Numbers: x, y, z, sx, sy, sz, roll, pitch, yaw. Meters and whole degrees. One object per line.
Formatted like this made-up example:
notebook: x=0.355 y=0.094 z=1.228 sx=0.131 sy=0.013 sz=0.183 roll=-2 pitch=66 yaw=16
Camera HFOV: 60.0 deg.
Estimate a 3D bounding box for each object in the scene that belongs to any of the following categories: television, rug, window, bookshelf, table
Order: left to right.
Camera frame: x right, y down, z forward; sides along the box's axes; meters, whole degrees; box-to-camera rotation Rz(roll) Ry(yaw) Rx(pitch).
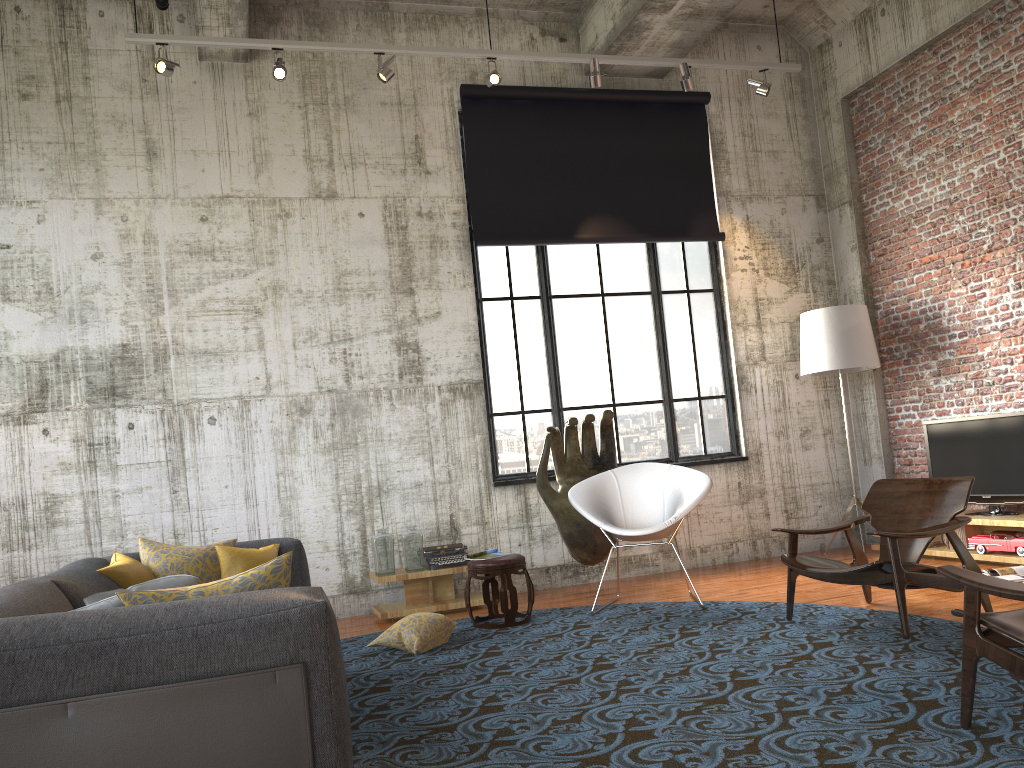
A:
table: x=-0.662 y=1.655 z=7.102 sx=0.874 sy=0.358 sz=0.476 roll=-4 pitch=-5 yaw=-17
rug: x=0.175 y=1.500 z=4.299 sx=4.855 sy=0.009 sz=4.848 roll=-8 pitch=-6 yaw=29
window: x=0.843 y=-0.871 z=8.267 sx=2.577 sy=3.429 sz=0.051 roll=-4 pitch=-3 yaw=-17
television: x=3.777 y=0.644 z=7.058 sx=0.285 sy=0.791 sz=1.093 roll=-4 pitch=-5 yaw=-30
bookshelf: x=4.039 y=1.124 z=6.244 sx=0.548 sy=0.358 sz=3.856 roll=-4 pitch=-5 yaw=-17

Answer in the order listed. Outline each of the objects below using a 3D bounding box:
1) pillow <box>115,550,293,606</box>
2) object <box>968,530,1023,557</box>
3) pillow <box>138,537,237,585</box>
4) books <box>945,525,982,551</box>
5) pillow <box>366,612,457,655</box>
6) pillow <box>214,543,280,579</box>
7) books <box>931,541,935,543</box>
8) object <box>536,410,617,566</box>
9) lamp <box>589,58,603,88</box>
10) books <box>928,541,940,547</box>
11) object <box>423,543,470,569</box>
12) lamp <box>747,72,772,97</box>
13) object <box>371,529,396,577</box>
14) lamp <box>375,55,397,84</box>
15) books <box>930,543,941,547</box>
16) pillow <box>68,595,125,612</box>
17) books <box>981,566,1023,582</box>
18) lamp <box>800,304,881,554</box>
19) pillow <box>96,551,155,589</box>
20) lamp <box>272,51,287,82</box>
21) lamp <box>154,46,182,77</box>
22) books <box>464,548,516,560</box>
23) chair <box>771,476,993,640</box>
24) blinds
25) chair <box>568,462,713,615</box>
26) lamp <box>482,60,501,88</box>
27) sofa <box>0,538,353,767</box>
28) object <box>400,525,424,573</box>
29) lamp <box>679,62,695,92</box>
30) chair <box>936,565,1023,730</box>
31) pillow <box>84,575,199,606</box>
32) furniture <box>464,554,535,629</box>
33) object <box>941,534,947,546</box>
pillow: x=-0.877 y=0.745 z=2.694 sx=0.536 sy=0.445 sz=0.261 roll=-5 pitch=-4 yaw=-10
object: x=3.778 y=1.197 z=6.691 sx=0.243 sy=0.173 sz=0.602 roll=-3 pitch=-5 yaw=-25
pillow: x=-1.693 y=0.990 z=4.553 sx=0.536 sy=0.445 sz=0.261 roll=-5 pitch=-4 yaw=-10
books: x=3.664 y=1.236 z=7.198 sx=0.173 sy=0.218 sz=0.233 roll=-4 pitch=-4 yaw=-17
pillow: x=-0.609 y=1.612 z=5.753 sx=0.482 sy=0.247 sz=0.503 roll=-9 pitch=-6 yaw=39
pillow: x=-1.369 y=0.984 z=4.619 sx=0.434 sy=0.318 sz=0.169 roll=-1 pitch=-5 yaw=-42
books: x=3.522 y=1.342 z=7.543 sx=0.113 sy=0.016 sz=0.115 roll=-6 pitch=-5 yaw=7
object: x=0.563 y=0.895 z=7.438 sx=0.727 sy=1.294 sz=0.457 roll=-5 pitch=-3 yaw=-5
lamp: x=0.672 y=-2.487 z=7.147 sx=0.102 sy=0.251 sz=0.165 roll=-6 pitch=-4 yaw=8
books: x=3.523 y=1.361 z=7.553 sx=0.210 sy=0.021 sz=0.167 roll=-1 pitch=-7 yaw=-42
object: x=-0.527 y=1.388 z=7.141 sx=0.423 sy=0.152 sz=0.383 roll=-4 pitch=-5 yaw=-17
lamp: x=2.157 y=-2.579 z=7.659 sx=0.226 sy=0.215 sz=0.102 roll=-7 pitch=-4 yaw=24
object: x=-1.003 y=1.313 z=6.917 sx=0.163 sy=0.360 sz=0.163 roll=-4 pitch=-4 yaw=-19
lamp: x=-0.955 y=-2.369 z=6.681 sx=0.182 sy=0.240 sz=0.102 roll=-4 pitch=-4 yaw=-22
books: x=3.528 y=1.380 z=7.560 sx=0.211 sy=0.020 sz=0.162 roll=-10 pitch=-7 yaw=40
pillow: x=-1.242 y=0.776 z=2.590 sx=0.434 sy=0.318 sz=0.169 roll=-4 pitch=-4 yaw=-18
books: x=3.455 y=1.308 z=6.134 sx=0.300 sy=0.049 sz=0.423 roll=-5 pitch=-5 yaw=-2
lamp: x=3.068 y=0.435 z=8.105 sx=0.694 sy=2.239 sz=0.708 roll=-6 pitch=-3 yaw=5
pillow: x=-1.877 y=1.011 z=4.372 sx=0.228 sy=0.370 sz=0.406 roll=-5 pitch=-4 yaw=-8
lamp: x=-1.701 y=-2.311 z=6.485 sx=0.102 sy=0.228 sz=0.199 roll=-5 pitch=-4 yaw=-7
lamp: x=-2.440 y=-2.263 z=6.243 sx=0.102 sy=0.211 sz=0.261 roll=-7 pitch=-5 yaw=18
books: x=-0.157 y=1.222 z=6.357 sx=0.300 sy=0.043 sz=0.229 roll=-1 pitch=-7 yaw=-43
chair: x=2.175 y=0.992 z=5.239 sx=1.042 sy=0.792 sz=0.877 roll=-3 pitch=-5 yaw=-27
blinds: x=0.781 y=-2.005 z=8.162 sx=2.441 sy=1.461 sz=0.151 roll=-4 pitch=-4 yaw=-17
chair: x=0.963 y=1.102 z=6.521 sx=1.059 sy=1.028 sz=0.807 roll=-7 pitch=-4 yaw=22
lamp: x=-0.158 y=-2.421 z=6.948 sx=0.102 sy=0.211 sz=0.261 roll=-4 pitch=-5 yaw=-22
sofa: x=-1.439 y=1.166 z=3.556 sx=1.361 sy=0.859 sz=3.012 roll=-4 pitch=-5 yaw=-15
object: x=-0.782 y=1.297 z=6.985 sx=0.163 sy=0.360 sz=0.163 roll=-5 pitch=-4 yaw=-14
lamp: x=1.458 y=-2.541 z=7.392 sx=0.102 sy=0.251 sz=0.165 roll=-7 pitch=-4 yaw=28
chair: x=2.123 y=0.799 z=3.024 sx=0.874 sy=0.792 sz=1.046 roll=-4 pitch=-5 yaw=-16
pillow: x=-1.121 y=0.758 z=2.749 sx=0.364 sy=0.314 sz=0.171 roll=-3 pitch=-4 yaw=-27
furniture: x=-0.094 y=1.466 z=6.326 sx=0.432 sy=0.476 sz=0.432 roll=-8 pitch=-5 yaw=28
object: x=3.661 y=1.277 z=7.402 sx=0.068 sy=0.172 sz=0.169 roll=-5 pitch=-4 yaw=-16
